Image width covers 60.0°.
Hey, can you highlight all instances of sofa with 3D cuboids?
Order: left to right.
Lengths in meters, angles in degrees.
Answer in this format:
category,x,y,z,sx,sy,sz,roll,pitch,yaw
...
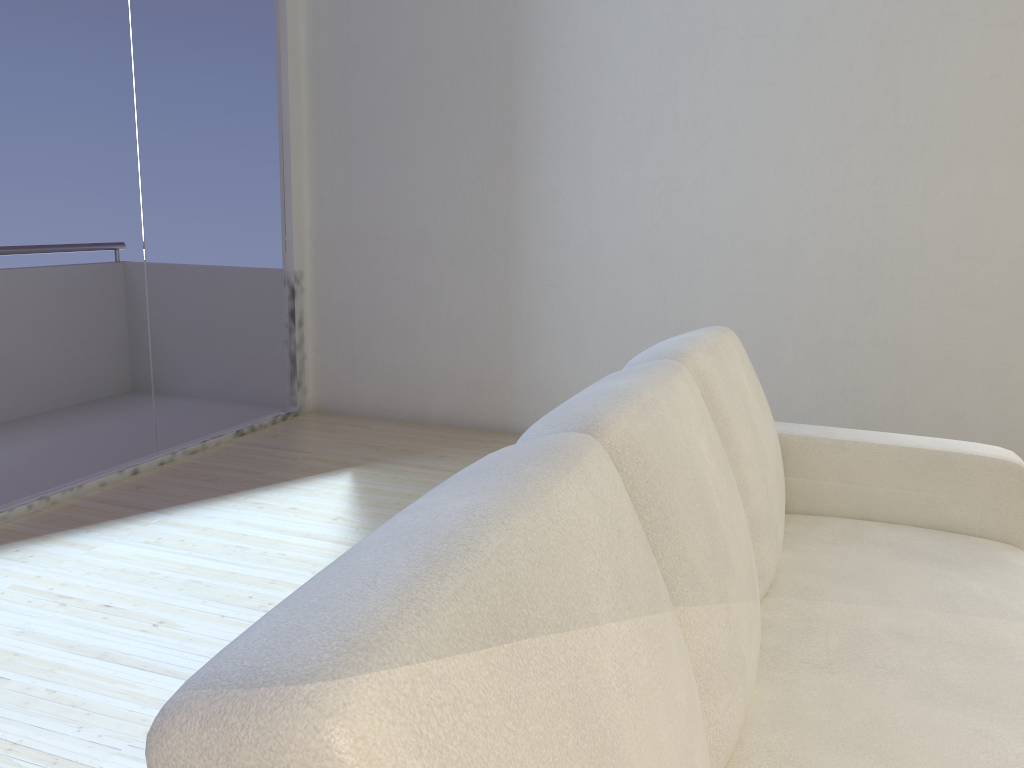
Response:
category,x,y,z,sx,sy,sz,roll,pitch,yaw
sofa,0.451,0.436,1.339,0.941,0.862,2.166,5,12,20

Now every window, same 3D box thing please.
category,x,y,z,sx,sy,sz,roll,pitch,yaw
window,-1.686,-0.933,3.110,0.012,2.706,2.988,5,12,20
